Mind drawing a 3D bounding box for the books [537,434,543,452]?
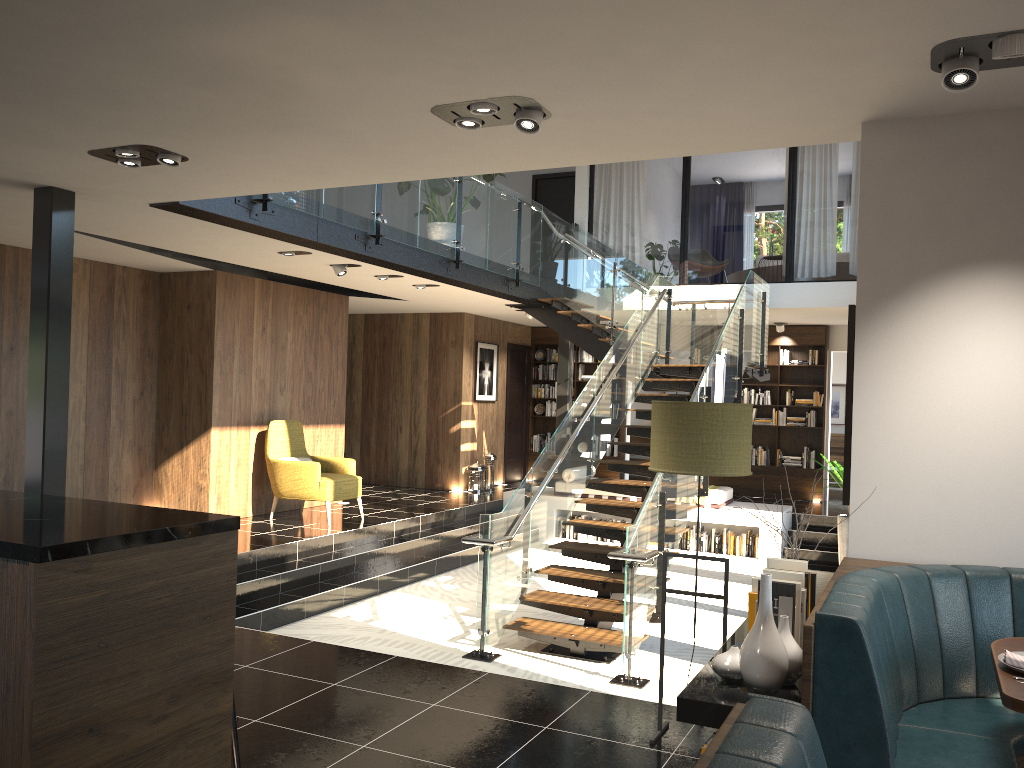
[{"bbox_3d":[0.495,1.036,15.542,0.015,0.306,0.222,2,0,25],"label":"books"}]

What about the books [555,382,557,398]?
[{"bbox_3d":[0.801,0.106,15.419,0.018,0.284,0.198,2,0,25],"label":"books"}]

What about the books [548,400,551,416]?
[{"bbox_3d":[0.665,0.425,15.470,0.018,0.275,0.144,2,0,25],"label":"books"}]

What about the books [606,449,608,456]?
[{"bbox_3d":[1.637,1.071,14.998,0.018,0.292,0.191,2,0,25],"label":"books"}]

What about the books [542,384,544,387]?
[{"bbox_3d":[0.559,0.125,15.570,0.019,0.236,0.139,2,0,25],"label":"books"}]

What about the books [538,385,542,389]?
[{"bbox_3d":[0.494,0.126,15.607,0.018,0.232,0.123,2,0,25],"label":"books"}]

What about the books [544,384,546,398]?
[{"bbox_3d":[0.610,0.127,15.531,0.036,0.235,0.170,2,0,25],"label":"books"}]

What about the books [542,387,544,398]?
[{"bbox_3d":[0.571,0.153,15.533,0.035,0.180,0.165,2,0,25],"label":"books"}]

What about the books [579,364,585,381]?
[{"bbox_3d":[1.208,-0.198,15.268,0.016,0.278,0.209,2,0,25],"label":"books"}]

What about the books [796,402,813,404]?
[{"bbox_3d":[4.519,0.289,13.690,0.259,0.020,0.167,1,-1,24],"label":"books"}]

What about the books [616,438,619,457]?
[{"bbox_3d":[1.789,1.068,14.928,0.029,0.306,0.149,2,0,25],"label":"books"}]

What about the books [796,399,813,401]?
[{"bbox_3d":[4.525,0.249,13.701,0.246,0.021,0.148,1,-1,25],"label":"books"}]

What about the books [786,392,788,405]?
[{"bbox_3d":[4.295,0.227,13.796,0.024,0.219,0.174,2,0,25],"label":"books"}]

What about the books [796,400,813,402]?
[{"bbox_3d":[4.518,0.269,13.688,0.260,0.020,0.167,1,-1,23],"label":"books"}]

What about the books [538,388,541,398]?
[{"bbox_3d":[0.510,0.157,15.577,0.037,0.169,0.148,2,0,25],"label":"books"}]

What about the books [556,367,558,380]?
[{"bbox_3d":[0.810,-0.181,15.430,0.014,0.230,0.172,2,0,25],"label":"books"}]

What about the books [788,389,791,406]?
[{"bbox_3d":[4.316,0.206,13.784,0.023,0.261,0.146,2,0,25],"label":"books"}]

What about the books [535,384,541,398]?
[{"bbox_3d":[0.456,0.123,15.573,0.022,0.235,0.194,2,0,25],"label":"books"}]

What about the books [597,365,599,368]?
[{"bbox_3d":[1.494,-0.185,15.127,0.023,0.264,0.219,2,0,25],"label":"books"}]

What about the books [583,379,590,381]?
[{"bbox_3d":[1.357,-0.072,15.221,0.239,0.033,0.176,1,-1,22],"label":"books"}]

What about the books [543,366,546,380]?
[{"bbox_3d":[0.599,-0.193,15.498,0.039,0.243,0.179,2,0,25],"label":"books"}]

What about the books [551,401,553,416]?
[{"bbox_3d":[0.721,0.432,15.465,0.024,0.265,0.148,2,0,25],"label":"books"}]

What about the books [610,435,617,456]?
[{"bbox_3d":[1.717,1.042,14.965,0.065,0.354,0.164,2,0,25],"label":"books"}]

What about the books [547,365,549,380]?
[{"bbox_3d":[0.660,-0.202,15.479,0.019,0.264,0.175,2,0,25],"label":"books"}]

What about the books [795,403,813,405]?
[{"bbox_3d":[4.520,0.310,13.694,0.272,0.021,0.156,1,-1,24],"label":"books"}]

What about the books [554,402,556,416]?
[{"bbox_3d":[0.778,0.439,15.448,0.030,0.253,0.138,2,0,25],"label":"books"}]

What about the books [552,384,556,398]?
[{"bbox_3d":[0.741,0.126,15.461,0.020,0.243,0.154,2,0,25],"label":"books"}]

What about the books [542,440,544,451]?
[{"bbox_3d":[0.576,1.083,15.504,0.021,0.217,0.220,2,0,25],"label":"books"}]

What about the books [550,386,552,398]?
[{"bbox_3d":[0.712,0.143,15.444,0.016,0.205,0.205,2,0,25],"label":"books"}]

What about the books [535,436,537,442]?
[{"bbox_3d":[0.454,1.047,15.597,0.030,0.282,0.170,2,0,25],"label":"books"}]

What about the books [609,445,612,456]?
[{"bbox_3d":[1.682,1.121,15.010,0.032,0.195,0.134,2,0,25],"label":"books"}]

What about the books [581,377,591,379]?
[{"bbox_3d":[1.352,-0.104,15.209,0.266,0.030,0.209,1,-1,26],"label":"books"}]

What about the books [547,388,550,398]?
[{"bbox_3d":[0.656,0.162,15.500,0.026,0.167,0.173,2,0,25],"label":"books"}]

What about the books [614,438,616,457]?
[{"bbox_3d":[1.764,1.063,14.948,0.035,0.314,0.168,2,0,25],"label":"books"}]

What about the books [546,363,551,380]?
[{"bbox_3d":[0.637,-0.214,15.513,0.015,0.287,0.154,2,0,25],"label":"books"}]

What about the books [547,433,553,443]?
[{"bbox_3d":[0.655,1.022,15.454,0.016,0.341,0.217,2,0,25],"label":"books"}]

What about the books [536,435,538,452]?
[{"bbox_3d":[0.483,1.037,15.554,0.016,0.304,0.217,2,0,25],"label":"books"}]

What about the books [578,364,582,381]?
[{"bbox_3d":[1.186,-0.199,15.273,0.027,0.279,0.166,2,0,25],"label":"books"}]

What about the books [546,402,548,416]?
[{"bbox_3d":[0.640,0.433,15.470,0.026,0.257,0.192,2,0,25],"label":"books"}]

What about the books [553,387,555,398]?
[{"bbox_3d":[0.755,0.151,15.440,0.025,0.193,0.172,2,0,25],"label":"books"}]

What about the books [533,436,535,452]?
[{"bbox_3d":[0.427,1.047,15.590,0.014,0.282,0.232,2,0,25],"label":"books"}]

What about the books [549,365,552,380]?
[{"bbox_3d":[0.694,-0.196,15.492,0.032,0.255,0.160,2,0,25],"label":"books"}]

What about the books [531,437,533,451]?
[{"bbox_3d":[0.387,1.056,15.636,0.032,0.261,0.195,2,0,25],"label":"books"}]

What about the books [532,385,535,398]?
[{"bbox_3d":[0.406,0.127,15.635,0.030,0.224,0.166,2,0,25],"label":"books"}]

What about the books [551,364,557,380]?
[{"bbox_3d":[0.737,-0.205,15.452,0.033,0.273,0.189,2,0,25],"label":"books"}]

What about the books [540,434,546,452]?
[{"bbox_3d":[0.538,1.039,15.551,0.020,0.304,0.189,2,0,25],"label":"books"}]

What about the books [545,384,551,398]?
[{"bbox_3d":[0.629,0.126,15.499,0.026,0.237,0.164,2,0,25],"label":"books"}]

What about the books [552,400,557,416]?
[{"bbox_3d":[0.743,0.425,15.446,0.032,0.279,0.133,2,0,25],"label":"books"}]

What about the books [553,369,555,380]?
[{"bbox_3d":[0.756,-0.162,15.429,0.025,0.188,0.181,2,0,25],"label":"books"}]

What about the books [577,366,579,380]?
[{"bbox_3d":[1.172,-0.181,15.308,0.028,0.242,0.194,2,0,25],"label":"books"}]

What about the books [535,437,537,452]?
[{"bbox_3d":[0.464,1.054,15.557,0.022,0.269,0.216,2,0,25],"label":"books"}]

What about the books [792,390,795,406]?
[{"bbox_3d":[4.367,0.217,13.776,0.025,0.243,0.119,2,0,25],"label":"books"}]

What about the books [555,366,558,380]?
[{"bbox_3d":[0.796,-0.186,15.450,0.028,0.240,0.148,2,0,25],"label":"books"}]
